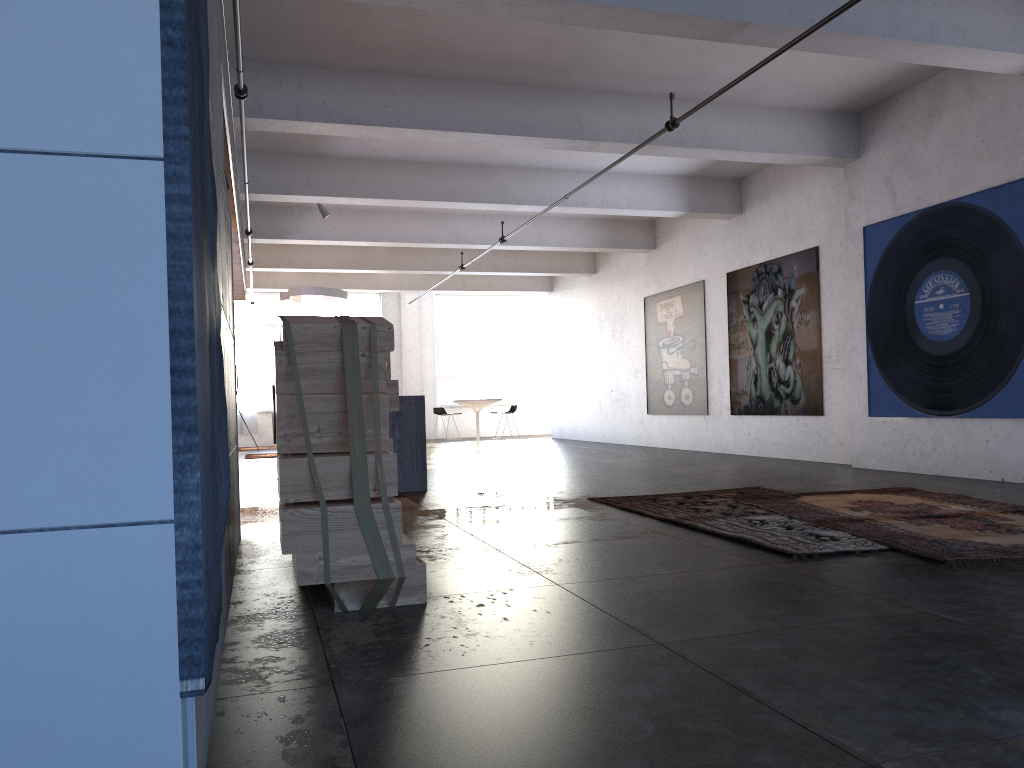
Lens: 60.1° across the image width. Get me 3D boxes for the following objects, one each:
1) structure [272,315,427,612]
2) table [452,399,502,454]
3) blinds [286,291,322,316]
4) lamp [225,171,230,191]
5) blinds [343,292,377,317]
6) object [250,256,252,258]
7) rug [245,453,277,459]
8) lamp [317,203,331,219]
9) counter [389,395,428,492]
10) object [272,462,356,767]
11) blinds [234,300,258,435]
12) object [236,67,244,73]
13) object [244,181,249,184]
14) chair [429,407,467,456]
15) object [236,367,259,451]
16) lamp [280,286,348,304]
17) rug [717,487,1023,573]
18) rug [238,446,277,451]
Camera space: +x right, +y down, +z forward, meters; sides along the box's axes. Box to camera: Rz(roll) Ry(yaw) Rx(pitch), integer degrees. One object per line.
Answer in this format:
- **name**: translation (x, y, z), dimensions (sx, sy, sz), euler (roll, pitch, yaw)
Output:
- **structure**: translation (-0.846, 0.322, 4.407), dimensions (0.645, 1.315, 1.891), euler (-2, -1, -16)
- **table**: translation (-0.607, 0.750, 15.728), dimensions (0.838, 0.951, 0.819), euler (-2, -1, -17)
- **blinds**: translation (-5.039, -0.662, 21.728), dimensions (1.050, 3.697, 0.334), euler (-2, 0, -21)
- **lamp**: translation (-1.813, -1.245, 5.358), dimensions (0.216, 0.258, 0.168), euler (-1, -1, -36)
- **blinds**: translation (-3.723, -0.699, 22.163), dimensions (1.043, 3.751, 0.337), euler (-2, 0, -20)
- **object**: translation (-4.130, 0.471, 4.738), dimensions (0.953, 1.214, 13.127), euler (-2, -1, -5)
- **rug**: translation (-3.665, 1.335, 17.256), dimensions (2.919, 0.029, 1.832), euler (-1, -1, -17)
- **lamp**: translation (-2.764, -2.567, 12.992), dimensions (0.226, 0.287, 0.129), euler (-1, 0, -34)
- **counter**: translation (-2.319, 0.710, 11.911), dimensions (1.155, 0.971, 6.578), euler (-2, -1, -16)
- **object**: translation (-2.393, 1.268, 8.739), dimensions (19.981, 0.001, 26.883), euler (-1, -1, -17)
- **blinds**: translation (-6.677, -0.614, 21.203), dimensions (1.045, 3.674, 0.356), euler (-2, 0, -19)
- **object**: translation (-4.351, 0.065, 11.281), dimensions (0.064, 0.051, 0.052), euler (-1, -1, -25)
- **object**: translation (-4.366, 0.110, 11.268), dimensions (0.052, 0.053, 0.062), euler (-2, -1, -10)
- **chair**: translation (-1.118, 0.844, 15.226), dimensions (0.515, 0.895, 0.454), euler (-1, 0, -40)
- **object**: translation (-6.144, 0.518, 19.280), dimensions (1.194, 1.919, 1.043), euler (-2, 0, -17)
- **lamp**: translation (-3.321, -1.446, 14.445), dimensions (1.060, 0.130, 1.026), euler (-2, -1, 29)
- **rug**: translation (2.748, 0.874, 5.847), dimensions (1.887, 0.048, 3.503), euler (-2, -1, -7)
- **rug**: translation (-4.968, 1.461, 20.672), dimensions (3.169, 0.009, 1.793), euler (-1, -1, -18)
